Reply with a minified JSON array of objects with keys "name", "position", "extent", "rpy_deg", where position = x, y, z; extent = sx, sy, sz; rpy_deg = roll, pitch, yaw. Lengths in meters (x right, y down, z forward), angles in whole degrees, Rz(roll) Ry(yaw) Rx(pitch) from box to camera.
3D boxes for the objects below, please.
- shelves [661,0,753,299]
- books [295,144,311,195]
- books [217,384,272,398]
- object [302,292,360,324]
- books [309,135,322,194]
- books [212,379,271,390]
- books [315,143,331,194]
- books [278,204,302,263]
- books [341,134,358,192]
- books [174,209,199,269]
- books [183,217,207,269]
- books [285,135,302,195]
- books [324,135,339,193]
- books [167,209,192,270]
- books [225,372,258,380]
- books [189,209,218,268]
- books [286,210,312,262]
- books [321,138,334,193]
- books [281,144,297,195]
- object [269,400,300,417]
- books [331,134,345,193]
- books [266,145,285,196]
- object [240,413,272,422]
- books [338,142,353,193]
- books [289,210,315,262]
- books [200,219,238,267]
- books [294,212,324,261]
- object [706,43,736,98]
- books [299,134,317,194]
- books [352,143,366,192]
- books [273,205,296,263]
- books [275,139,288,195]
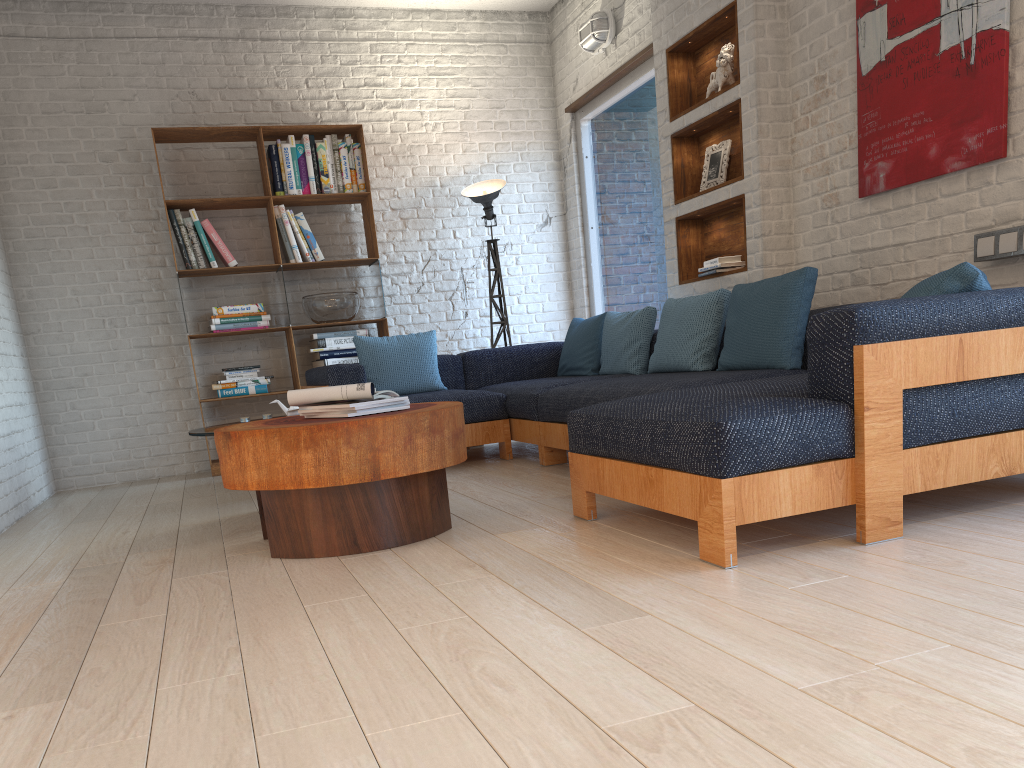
[{"name":"shelves","position":[1.115,-1.195,4.657],"extent":[0.190,1.467,0.752],"rpy_deg":[-10,11,-19]},{"name":"books","position":[-1.429,-1.420,5.908],"extent":[0.055,0.339,0.249],"rpy_deg":[-10,9,-19]},{"name":"books","position":[-1.840,0.046,6.007],"extent":[0.325,0.057,0.250],"rpy_deg":[-6,3,-9]},{"name":"object","position":[-1.265,-0.523,6.128],"extent":[0.404,0.207,0.390],"rpy_deg":[-4,5,23]},{"name":"books","position":[-1.349,-1.456,5.918],"extent":[0.036,0.394,0.239],"rpy_deg":[-10,10,-19]},{"name":"books","position":[-1.867,0.002,5.999],"extent":[0.377,0.037,0.240],"rpy_deg":[-7,2,-18]},{"name":"books","position":[-1.298,-1.434,5.924],"extent":[0.055,0.339,0.249],"rpy_deg":[-10,9,-19]},{"name":"books","position":[-1.518,-0.999,5.931],"extent":[0.102,0.394,0.239],"rpy_deg":[-10,10,-19]},{"name":"books","position":[-1.119,-1.483,5.994],"extent":[0.036,0.394,0.239],"rpy_deg":[-10,10,-19]},{"name":"books","position":[-2.145,-0.932,5.744],"extent":[0.090,0.395,0.239],"rpy_deg":[-10,10,-19]},{"name":"books","position":[-2.101,-0.912,5.782],"extent":[0.101,0.343,0.249],"rpy_deg":[-10,9,-19]},{"name":"books","position":[-1.471,-1.442,5.874],"extent":[0.036,0.394,0.239],"rpy_deg":[-10,10,-19]},{"name":"books","position":[-1.246,-1.468,5.966],"extent":[0.036,0.394,0.239],"rpy_deg":[-10,10,-19]},{"name":"books","position":[-2.177,-0.927,5.725],"extent":[0.090,0.395,0.239],"rpy_deg":[-10,10,-19]},{"name":"books","position":[-1.863,-0.053,6.004],"extent":[0.204,0.035,0.130],"rpy_deg":[-7,3,-18]},{"name":"books","position":[-2.040,-0.941,5.765],"extent":[0.120,0.392,0.239],"rpy_deg":[-10,10,-19]},{"name":"books","position":[-1.470,-0.988,5.960],"extent":[0.123,0.358,0.266],"rpy_deg":[-10,9,-19]},{"name":"books","position":[-1.268,-1.452,5.947],"extent":[0.020,0.369,0.266],"rpy_deg":[-10,9,-20]},{"name":"books","position":[-1.510,-1.409,5.862],"extent":[0.055,0.339,0.249],"rpy_deg":[-10,9,-19]},{"name":"object","position":[-1.037,0.111,4.183],"extent":[0.187,0.093,0.189],"rpy_deg":[-5,4,6]},{"name":"books","position":[-1.207,-1.472,5.965],"extent":[0.036,0.394,0.239],"rpy_deg":[-10,10,-19]},{"name":"books","position":[-1.589,-1.401,5.855],"extent":[0.055,0.339,0.249],"rpy_deg":[-10,9,-19]},{"name":"object","position":[-1.207,0.156,4.314],"extent":[0.296,0.028,0.068],"rpy_deg":[-8,4,-41]},{"name":"books","position":[-1.159,-1.450,5.979],"extent":[0.055,0.339,0.249],"rpy_deg":[-10,9,-19]},{"name":"books","position":[-1.452,-0.991,5.975],"extent":[0.123,0.358,0.266],"rpy_deg":[-10,9,-19]},{"name":"books","position":[-1.958,-0.920,5.822],"extent":[0.193,0.327,0.250],"rpy_deg":[-9,9,-19]},{"name":"books","position":[-1.402,-0.987,5.978],"extent":[0.157,0.338,0.249],"rpy_deg":[-9,9,-19]},{"name":"object","position":[1.084,-1.613,4.522],"extent":[0.112,0.249,0.211],"rpy_deg":[-8,8,-11]},{"name":"books","position":[-1.380,-1.452,5.898],"extent":[0.036,0.394,0.239],"rpy_deg":[-10,10,-19]},{"name":"books","position":[-1.076,-1.460,6.030],"extent":[0.055,0.339,0.249],"rpy_deg":[-10,9,-19]},{"name":"books","position":[-1.561,-0.996,5.941],"extent":[0.100,0.394,0.239],"rpy_deg":[-10,10,-19]},{"name":"books","position":[-1.554,-1.419,5.863],"extent":[0.020,0.369,0.266],"rpy_deg":[-10,9,-20]}]
